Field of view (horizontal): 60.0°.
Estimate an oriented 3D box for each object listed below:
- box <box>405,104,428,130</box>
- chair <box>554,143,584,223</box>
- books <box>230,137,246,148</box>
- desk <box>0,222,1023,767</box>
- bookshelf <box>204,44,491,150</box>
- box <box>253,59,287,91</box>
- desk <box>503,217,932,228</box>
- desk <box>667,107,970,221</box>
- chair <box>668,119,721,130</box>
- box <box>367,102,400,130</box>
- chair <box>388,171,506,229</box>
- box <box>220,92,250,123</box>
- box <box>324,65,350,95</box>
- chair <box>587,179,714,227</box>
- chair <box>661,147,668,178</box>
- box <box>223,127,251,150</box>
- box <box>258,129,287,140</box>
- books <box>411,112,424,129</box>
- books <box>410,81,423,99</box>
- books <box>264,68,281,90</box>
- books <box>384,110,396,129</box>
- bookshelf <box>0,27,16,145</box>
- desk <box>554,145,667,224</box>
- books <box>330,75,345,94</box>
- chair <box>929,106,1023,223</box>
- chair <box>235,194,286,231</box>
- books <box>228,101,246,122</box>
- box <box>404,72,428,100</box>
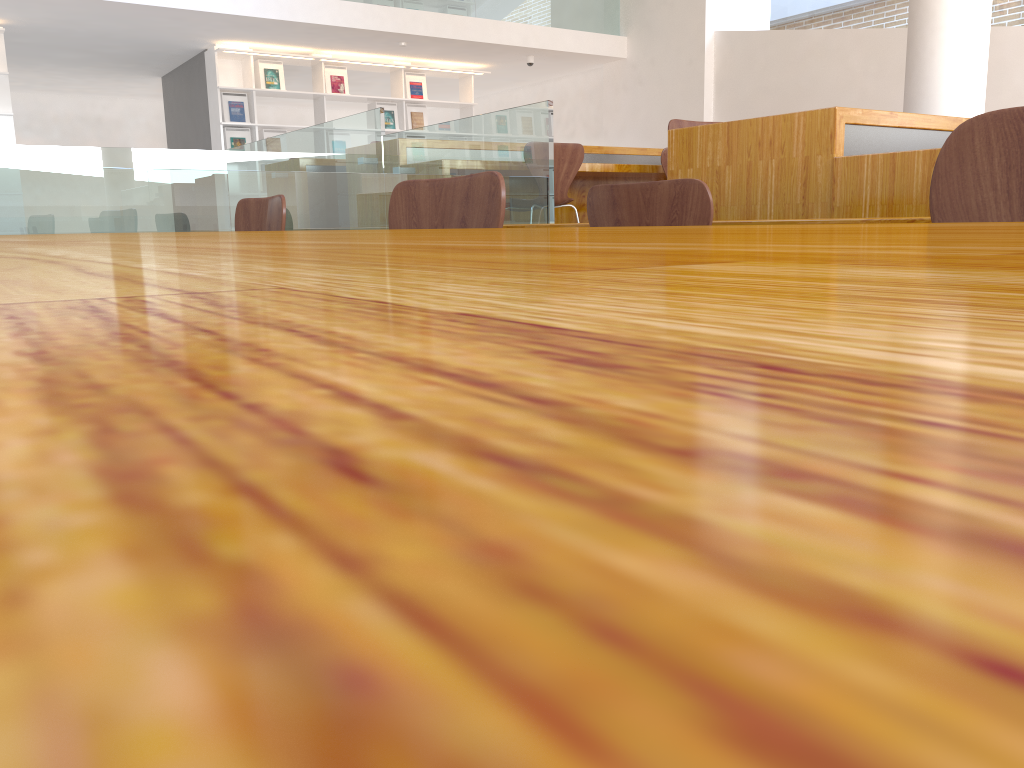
[{"bbox_3d":[-1.079,-2.912,9.748,0.245,0.296,0.274,-8,12,-33],"label":"box"},{"bbox_3d":[0.154,-0.993,5.015,0.428,0.693,0.381,-8,12,-33],"label":"chair"},{"bbox_3d":[-2.664,-2.297,8.652,0.145,0.210,0.037,-8,12,-33],"label":"books"},{"bbox_3d":[-0.824,0.348,1.059,1.248,1.022,3.216,-8,12,-33],"label":"desk"},{"bbox_3d":[-1.595,-2.487,9.387,2.984,1.836,0.498,-8,12,-33],"label":"bookshelf"},{"bbox_3d":[-2.417,-3.051,8.822,0.245,0.296,0.274,-8,12,-33],"label":"box"},{"bbox_3d":[0.814,-0.101,2.195,0.760,0.606,3.356,-8,12,-33],"label":"desk"},{"bbox_3d":[2.273,-0.700,3.830,3.194,0.762,1.247,-8,12,-33],"label":"desk"},{"bbox_3d":[0.922,-0.785,3.789,0.428,0.693,0.381,-8,12,-33],"label":"chair"},{"bbox_3d":[-1.380,-2.870,9.552,0.245,0.296,0.274,-8,12,-33],"label":"box"},{"bbox_3d":[-0.250,0.007,1.474,0.381,0.693,0.428,-8,12,-33],"label":"chair"},{"bbox_3d":[-2.727,-2.684,8.674,0.245,0.296,0.274,-8,12,-33],"label":"box"},{"bbox_3d":[-1.851,-3.130,9.188,0.245,0.296,0.274,-8,12,-33],"label":"box"},{"bbox_3d":[0.426,-0.110,2.046,0.381,0.693,0.428,-8,12,-33],"label":"chair"},{"bbox_3d":[0.962,-1.104,5.542,0.428,0.693,0.381,-8,12,-33],"label":"chair"},{"bbox_3d":[-2.715,-2.362,8.736,0.245,0.296,0.274,-8,12,-33],"label":"box"},{"bbox_3d":[-2.403,-2.405,8.940,0.245,0.296,0.274,-8,12,-33],"label":"box"},{"bbox_3d":[-1.028,-2.855,9.667,0.145,0.210,0.037,-8,12,-33],"label":"books"},{"bbox_3d":[-1.034,-3.165,9.611,0.145,0.210,0.037,-8,12,-33],"label":"books"},{"bbox_3d":[-2.363,-2.997,8.742,0.145,0.210,0.037,-8,12,-33],"label":"books"},{"bbox_3d":[-1.319,-2.815,9.477,0.145,0.210,0.037,-8,12,-33],"label":"books"},{"bbox_3d":[-5.810,-1.905,6.643,3.666,1.836,0.498,-8,12,-33],"label":"bookshelf"},{"bbox_3d":[0.626,-1.237,6.122,3.196,0.757,1.248,-8,12,-33],"label":"desk"},{"bbox_3d":[-1.790,-3.061,9.118,0.145,0.210,0.037,-8,12,-33],"label":"books"},{"bbox_3d":[0.332,0.164,0.545,0.381,0.693,0.428,-8,12,-33],"label":"chair"},{"bbox_3d":[-0.788,-0.127,2.271,0.381,0.693,0.428,-8,12,-33],"label":"chair"},{"bbox_3d":[-2.665,-2.630,8.596,0.145,0.210,0.037,-8,12,-33],"label":"books"},{"bbox_3d":[-1.086,-3.234,9.690,0.245,0.296,0.274,-8,12,-33],"label":"box"}]
